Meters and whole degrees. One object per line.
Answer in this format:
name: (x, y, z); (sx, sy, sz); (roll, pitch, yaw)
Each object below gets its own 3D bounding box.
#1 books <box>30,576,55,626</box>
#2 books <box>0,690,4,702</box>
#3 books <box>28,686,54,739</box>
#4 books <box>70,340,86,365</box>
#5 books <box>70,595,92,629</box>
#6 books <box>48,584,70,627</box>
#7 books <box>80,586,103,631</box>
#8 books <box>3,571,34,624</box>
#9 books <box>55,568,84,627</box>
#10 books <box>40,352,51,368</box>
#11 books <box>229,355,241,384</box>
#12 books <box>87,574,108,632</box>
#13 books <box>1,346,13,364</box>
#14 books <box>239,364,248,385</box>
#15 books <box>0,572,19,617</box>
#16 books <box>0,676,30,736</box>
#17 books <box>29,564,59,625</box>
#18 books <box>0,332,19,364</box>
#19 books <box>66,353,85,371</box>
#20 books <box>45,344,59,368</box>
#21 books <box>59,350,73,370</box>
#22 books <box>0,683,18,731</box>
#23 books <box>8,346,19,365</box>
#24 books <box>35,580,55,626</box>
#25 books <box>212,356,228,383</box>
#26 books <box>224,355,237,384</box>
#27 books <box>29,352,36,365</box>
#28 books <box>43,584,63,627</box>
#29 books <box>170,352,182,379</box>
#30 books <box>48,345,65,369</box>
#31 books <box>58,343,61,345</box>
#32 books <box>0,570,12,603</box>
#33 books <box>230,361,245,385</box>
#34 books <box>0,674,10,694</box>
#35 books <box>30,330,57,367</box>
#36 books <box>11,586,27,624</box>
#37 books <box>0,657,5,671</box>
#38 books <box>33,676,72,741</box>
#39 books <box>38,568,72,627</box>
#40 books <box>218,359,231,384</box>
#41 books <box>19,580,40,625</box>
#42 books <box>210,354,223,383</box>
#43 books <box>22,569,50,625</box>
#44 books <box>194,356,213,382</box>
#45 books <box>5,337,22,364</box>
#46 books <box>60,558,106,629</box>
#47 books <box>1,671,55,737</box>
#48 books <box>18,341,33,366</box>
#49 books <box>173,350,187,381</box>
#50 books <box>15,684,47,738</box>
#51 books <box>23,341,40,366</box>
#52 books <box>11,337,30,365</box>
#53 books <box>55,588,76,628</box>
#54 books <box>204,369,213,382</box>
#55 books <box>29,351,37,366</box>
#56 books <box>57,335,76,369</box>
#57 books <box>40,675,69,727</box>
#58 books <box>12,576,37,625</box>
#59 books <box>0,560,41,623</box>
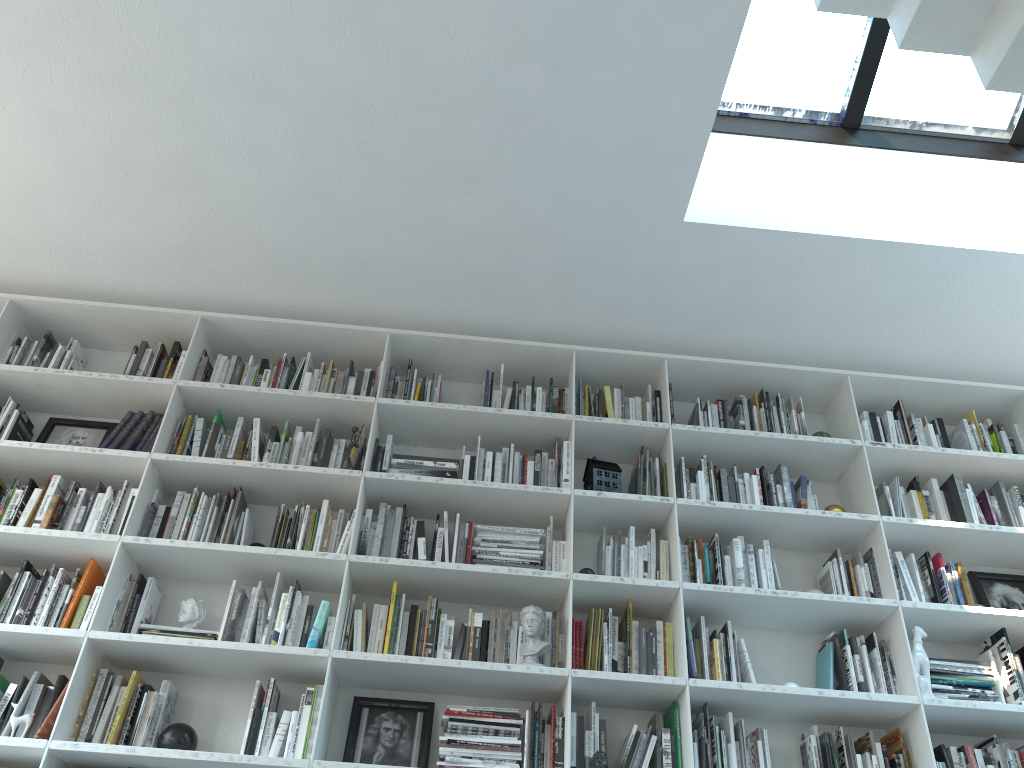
books: (-1.745, 0.863, 3.313); (0.011, 0.250, 0.140); (5, -37, -2)
books: (-1.799, 1.154, 3.046); (0.029, 0.189, 0.190); (5, -37, -2)
books: (-1.613, 1.176, 3.074); (0.027, 0.208, 0.144); (5, -37, -2)
books: (-1.990, -0.045, 3.986); (0.015, 0.291, 0.131); (5, -37, -2)
books: (-1.588, 0.900, 3.291); (0.030, 0.182, 0.152); (5, -37, -2)
books: (-1.675, 0.881, 3.305); (0.021, 0.219, 0.149); (5, -37, -2)
books: (-1.556, 0.887, 3.305); (0.031, 0.222, 0.145); (5, -37, -2)
books: (-1.829, 0.851, 3.309); (0.021, 0.255, 0.157); (5, -37, -2)
books: (-1.656, 0.857, 3.331); (0.015, 0.291, 0.144); (5, -37, -2)
books: (-2.065, -0.021, 3.933); (0.026, 0.181, 0.162); (5, -37, -2)
books: (-1.240, 0.022, 3.974); (0.012, 0.248, 0.175); (5, -37, -2)
books: (-1.526, 0.868, 3.328); (0.027, 0.284, 0.149); (5, -37, -2)
books: (-2.234, -0.044, 3.936); (0.017, 0.203, 0.143); (5, -37, -2)
books: (-1.199, 0.044, 3.964); (0.015, 0.206, 0.167); (5, -37, -2)
books: (-1.877, 0.852, 3.313); (0.048, 0.255, 0.142); (5, -37, -2)
books: (-1.723, 1.161, 3.090); (0.013, 0.240, 0.142); (5, -37, -2)
books: (-1.754, 0.845, 3.332); (0.011, 0.302, 0.130); (5, -37, -2)
books: (-2.244, -0.072, 3.966); (0.007, 0.283, 0.160); (5, -37, -2)
books: (-1.964, -0.015, 3.956); (0.013, 0.208, 0.137); (5, -37, -2)
books: (-2.032, -0.035, 3.942); (0.013, 0.218, 0.182); (5, -37, -2)
books: (-1.977, -0.019, 3.945); (0.014, 0.200, 0.171); (5, -37, -2)
books: (-1.759, 1.169, 3.081); (0.056, 0.213, 0.143); (5, -37, -2)
books: (-2.203, -0.040, 3.943); (0.032, 0.209, 0.159); (5, -37, -2)
books: (-1.726, 0.875, 3.318); (0.028, 0.241, 0.132); (5, -37, -2)
books: (-1.309, 0.018, 3.978); (0.031, 0.253, 0.146); (5, -37, -2)
books: (-1.258, 0.023, 3.978); (0.023, 0.250, 0.171); (5, -37, -2)
books: (-2.123, -0.024, 3.943); (0.014, 0.191, 0.147); (5, -37, -2)
books: (-1.691, 0.879, 3.300); (0.012, 0.216, 0.161); (5, -37, -2)
books: (-1.503, 0.006, 3.984); (0.022, 0.259, 0.153); (5, -37, -2)
books: (-2.014, -0.036, 3.935); (0.021, 0.212, 0.174); (5, -37, -2)
books: (-2.044, -0.044, 3.959); (0.013, 0.251, 0.130); (5, -37, -2)
books: (-1.911, 0.844, 3.294); (0.023, 0.241, 0.185); (5, -37, -2)
books: (-1.220, 0.033, 3.953); (0.029, 0.206, 0.179); (5, -37, -2)
books: (-1.819, 1.136, 3.073); (0.011, 0.249, 0.173); (5, -37, -2)
books: (-2.081, -0.073, 3.947); (0.015, 0.278, 0.191); (5, -37, -2)
books: (-1.810, 0.874, 3.294); (0.021, 0.203, 0.130); (5, -37, -2)
books: (-1.881, 1.109, 3.112); (0.011, 0.334, 0.154); (5, -37, -2)
books: (-1.533, 1.135, 3.068); (0.082, 0.274, 0.229); (5, -37, -2)
books: (-1.702, 0.846, 3.306); (0.015, 0.273, 0.158); (5, -37, -2)
books: (-1.282, 0.031, 3.965); (0.023, 0.218, 0.182); (5, -37, -2)
books: (-1.779, 0.866, 3.300); (0.013, 0.226, 0.152); (5, -37, -2)
books: (-1.336, 0.018, 4.000); (0.021, 0.277, 0.141); (5, -37, -2)
books: (-1.765, 0.847, 3.310); (0.012, 0.270, 0.146); (5, -37, -2)
books: (-1.384, 0.014, 3.966); (0.029, 0.236, 0.157); (5, -37, -2)
books: (-2.221, -0.061, 3.957); (0.007, 0.257, 0.157); (5, -37, -2)
books: (-1.616, 0.839, 3.331); (0.035, 0.323, 0.171); (5, -37, -2)
books: (-1.685, 1.150, 3.084); (0.060, 0.254, 0.159); (5, -37, -2)
books: (-2.149, -0.048, 3.941); (0.013, 0.223, 0.178); (5, -37, -2)
books: (-1.476, 0.002, 3.972); (0.031, 0.253, 0.179); (5, -37, -2)
books: (-1.641, 1.169, 3.065); (0.030, 0.206, 0.173); (5, -37, -2)
books: (-2.135, -0.051, 3.950); (0.016, 0.241, 0.157); (5, -37, -2)
books: (-2.179, -0.058, 3.949); (0.012, 0.248, 0.181); (5, -37, -2)
books: (-1.643, 0.885, 3.292); (0.013, 0.202, 0.162); (5, -37, -2)
books: (-1.360, 0.048, 3.963); (0.024, 0.182, 0.134); (5, -37, -2)
books: (-2.105, -0.057, 3.954); (0.016, 0.259, 0.155); (5, -37, -2)
books: (-2.000, -0.057, 3.978); (0.007, 0.299, 0.146); (5, -37, -2)
books: (-1.588, 1.164, 3.090); (0.021, 0.250, 0.155); (5, -37, -2)
books: (-1.791, 0.857, 3.291); (0.013, 0.228, 0.178); (5, -37, -2)
books: (-1.844, 0.827, 3.313); (0.013, 0.298, 0.152); (5, -37, -2)
